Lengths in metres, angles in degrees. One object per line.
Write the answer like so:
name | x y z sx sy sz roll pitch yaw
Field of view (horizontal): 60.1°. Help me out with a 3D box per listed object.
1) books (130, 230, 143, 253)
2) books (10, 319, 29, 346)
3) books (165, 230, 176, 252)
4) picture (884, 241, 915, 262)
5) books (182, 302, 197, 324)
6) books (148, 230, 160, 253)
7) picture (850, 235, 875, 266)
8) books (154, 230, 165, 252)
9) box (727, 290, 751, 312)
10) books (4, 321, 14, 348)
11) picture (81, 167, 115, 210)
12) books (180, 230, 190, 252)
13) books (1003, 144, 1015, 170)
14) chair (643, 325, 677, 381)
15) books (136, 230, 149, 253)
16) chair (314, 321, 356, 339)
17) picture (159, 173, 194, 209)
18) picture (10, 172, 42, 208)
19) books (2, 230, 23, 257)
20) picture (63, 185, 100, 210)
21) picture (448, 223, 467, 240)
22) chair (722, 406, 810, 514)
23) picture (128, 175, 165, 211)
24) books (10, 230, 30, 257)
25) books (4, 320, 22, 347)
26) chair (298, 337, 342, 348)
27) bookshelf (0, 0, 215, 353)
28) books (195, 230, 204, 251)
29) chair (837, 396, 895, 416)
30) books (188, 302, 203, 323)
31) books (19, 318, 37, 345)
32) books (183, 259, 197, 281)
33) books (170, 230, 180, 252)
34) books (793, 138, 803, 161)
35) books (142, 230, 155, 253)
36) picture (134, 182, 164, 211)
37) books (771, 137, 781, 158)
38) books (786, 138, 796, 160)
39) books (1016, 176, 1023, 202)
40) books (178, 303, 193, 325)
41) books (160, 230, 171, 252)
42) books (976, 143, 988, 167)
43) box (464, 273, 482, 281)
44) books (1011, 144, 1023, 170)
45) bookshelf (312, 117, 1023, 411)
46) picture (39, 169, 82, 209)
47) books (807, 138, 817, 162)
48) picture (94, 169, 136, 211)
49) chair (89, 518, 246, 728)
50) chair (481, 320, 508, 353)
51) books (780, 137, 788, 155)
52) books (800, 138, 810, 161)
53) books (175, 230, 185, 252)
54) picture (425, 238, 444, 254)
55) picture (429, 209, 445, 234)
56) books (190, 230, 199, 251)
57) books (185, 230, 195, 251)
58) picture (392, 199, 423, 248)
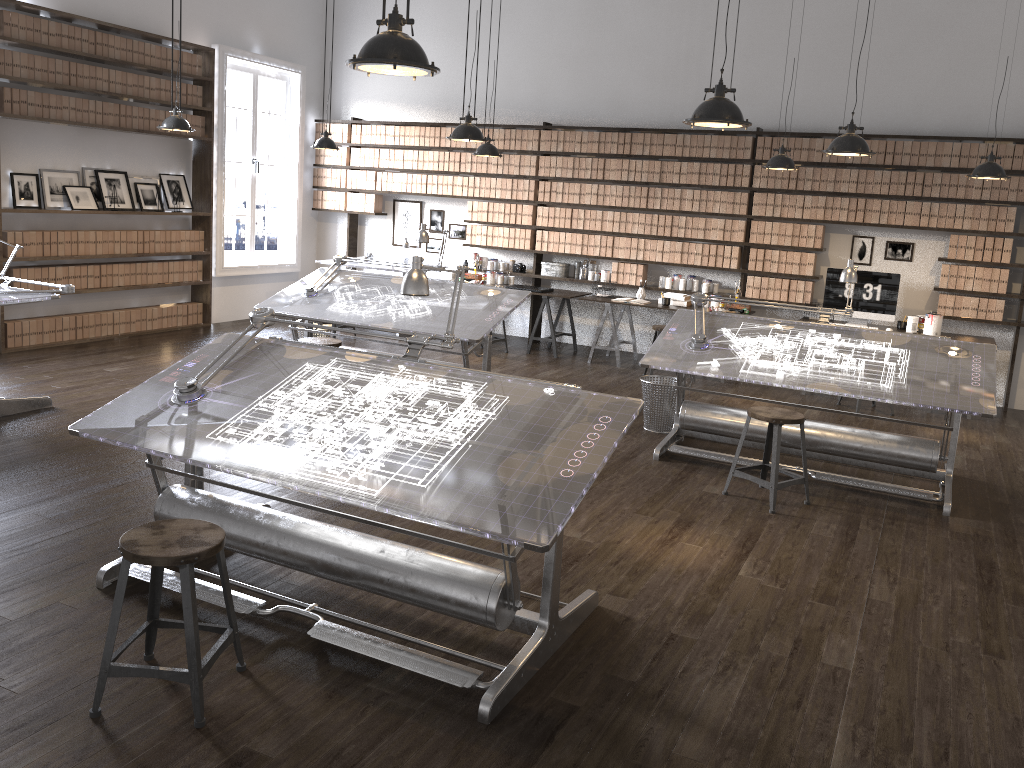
books | -3.860 -1.455 9.050 0.175 0.224 0.067 9 10 25
books | -4.467 -0.467 8.032 0.175 0.224 0.067 9 10 25
books | -3.666 -1.522 9.430 0.175 0.224 0.067 9 10 25
picture | 3.730 -1.278 8.532 0.252 0.182 0.023 9 10 25
books | -3.586 -0.787 9.840 0.175 0.224 0.067 9 10 25
books | -3.759 -1.489 9.244 0.175 0.224 0.067 9 10 25
picture | 3.429 -1.308 8.678 0.202 0.282 0.022 8 10 25
books | -3.732 -1.501 9.309 0.175 0.224 0.067 9 10 25
box | 2.266 -0.827 8.817 0.212 0.205 0.138 9 11 25
books | -4.533 -0.445 7.910 0.175 0.224 0.067 9 10 25
picture | -4.039 -1.913 8.702 0.091 0.402 0.371 8 11 25
books | -3.581 -1.553 9.605 0.175 0.224 0.067 9 10 25
books | 4.428 -2.021 7.907 0.067 0.224 0.175 8 11 25
chair | 1.475 -0.283 8.462 0.371 0.524 0.361 4 10 -1
books | -3.822 -1.466 9.113 0.175 0.224 0.067 9 10 25
chair | -1.923 -0.748 9.607 0.373 0.523 0.360 10 12 33
picture | -3.605 -2.065 9.512 0.161 0.361 0.345 8 11 25
picture | -4.398 -1.748 8.016 0.058 0.312 0.268 8 11 25
books | -4.434 -1.245 7.863 0.175 0.224 0.067 9 10 25
picture | -4.097 -1.768 8.431 0.145 0.227 0.301 8 12 25
picture | -0.650 -1.827 10.626 0.252 0.182 0.023 9 10 25
chair | 1.494 0.421 5.105 0.359 0.523 0.374 -3 12 -36
picture | -3.802 -1.974 9.186 0.095 0.358 0.436 8 11 25
books | -4.402 -1.256 7.928 0.175 0.224 0.067 9 10 25
books | -4.501 -0.456 7.971 0.175 0.224 0.067 9 10 25
chair | -1.408 -0.057 6.469 0.358 0.523 0.375 4 10 4
bookshelf | -4.024 -1.603 8.747 0.414 3.693 2.487 8 11 25
books | -3.490 -1.585 9.788 0.175 0.224 0.067 9 10 25
chair | 3.111 -0.019 7.717 0.358 0.523 0.375 3 10 -6
books | -3.550 -0.798 9.906 0.175 0.224 0.067 9 10 25
books | -4.436 -0.478 8.098 0.175 0.224 0.067 9 10 25
books | -3.556 -1.257 9.760 0.175 0.224 0.067 9 10 25
books | -3.641 -1.533 9.491 0.175 0.224 0.067 9 10 25
books | 2.813 -2.289 8.673 0.067 0.224 0.175 8 11 25
books | -3.794 -1.479 9.183 0.175 0.224 0.067 9 10 25
picture | -3.762 -1.937 9.185 0.127 0.288 0.291 8 11 25
books | 2.622 -2.320 8.764 0.067 0.224 0.175 8 11 25
books | 2.749 -2.299 8.703 0.067 0.224 0.175 8 11 25
books | 4.540 -1.729 7.889 0.067 0.224 0.175 8 11 25
books | -3.613 -0.774 9.771 0.175 0.224 0.067 9 10 25
books | -3.701 -1.512 9.372 0.175 0.224 0.067 9 10 25
books | 4.241 -2.052 7.994 0.067 0.224 0.175 8 11 25
box | -0.452 -1.216 10.111 0.212 0.082 0.138 9 12 25
books | 4.496 -2.010 7.876 0.067 0.224 0.175 8 11 25
bookshelf | 1.632 -1.123 9.496 9.203 3.182 0.375 9 10 25
picture | -4.224 -1.825 8.320 0.083 0.362 0.418 8 11 25
books | 2.933 -2.269 8.615 0.067 0.224 0.175 8 11 25
picture | -3.937 -1.918 8.793 0.149 0.388 0.375 8 11 25
chair | -1.072 0.734 2.802 0.358 0.523 0.375 4 10 4
chair | -0.265 -0.587 9.362 0.373 0.523 0.360 10 12 33
books | 2.684 -2.309 8.730 0.067 0.224 0.175 8 11 25
books | 2.871 -2.278 8.639 0.067 0.224 0.175 8 11 25
books | -3.612 -1.543 9.547 0.175 0.224 0.067 9 10 25
picture | -0.938 -1.685 10.787 0.252 0.182 0.023 9 10 25
picture | -0.910 -1.970 10.738 0.202 0.282 0.022 8 10 25
books | -3.525 -1.576 9.733 0.175 0.224 0.067 9 10 25
books | -3.554 -1.565 9.670 0.175 0.224 0.067 9 10 25
picture | -1.292 -1.975 10.914 0.416 0.570 0.040 9 10 25
